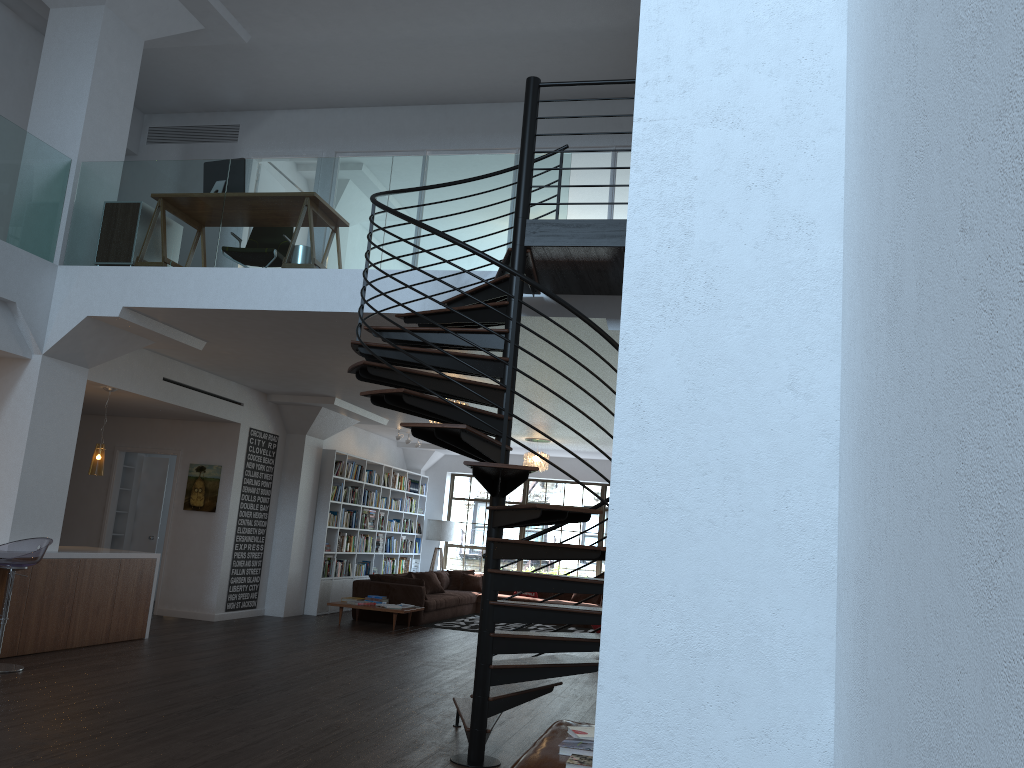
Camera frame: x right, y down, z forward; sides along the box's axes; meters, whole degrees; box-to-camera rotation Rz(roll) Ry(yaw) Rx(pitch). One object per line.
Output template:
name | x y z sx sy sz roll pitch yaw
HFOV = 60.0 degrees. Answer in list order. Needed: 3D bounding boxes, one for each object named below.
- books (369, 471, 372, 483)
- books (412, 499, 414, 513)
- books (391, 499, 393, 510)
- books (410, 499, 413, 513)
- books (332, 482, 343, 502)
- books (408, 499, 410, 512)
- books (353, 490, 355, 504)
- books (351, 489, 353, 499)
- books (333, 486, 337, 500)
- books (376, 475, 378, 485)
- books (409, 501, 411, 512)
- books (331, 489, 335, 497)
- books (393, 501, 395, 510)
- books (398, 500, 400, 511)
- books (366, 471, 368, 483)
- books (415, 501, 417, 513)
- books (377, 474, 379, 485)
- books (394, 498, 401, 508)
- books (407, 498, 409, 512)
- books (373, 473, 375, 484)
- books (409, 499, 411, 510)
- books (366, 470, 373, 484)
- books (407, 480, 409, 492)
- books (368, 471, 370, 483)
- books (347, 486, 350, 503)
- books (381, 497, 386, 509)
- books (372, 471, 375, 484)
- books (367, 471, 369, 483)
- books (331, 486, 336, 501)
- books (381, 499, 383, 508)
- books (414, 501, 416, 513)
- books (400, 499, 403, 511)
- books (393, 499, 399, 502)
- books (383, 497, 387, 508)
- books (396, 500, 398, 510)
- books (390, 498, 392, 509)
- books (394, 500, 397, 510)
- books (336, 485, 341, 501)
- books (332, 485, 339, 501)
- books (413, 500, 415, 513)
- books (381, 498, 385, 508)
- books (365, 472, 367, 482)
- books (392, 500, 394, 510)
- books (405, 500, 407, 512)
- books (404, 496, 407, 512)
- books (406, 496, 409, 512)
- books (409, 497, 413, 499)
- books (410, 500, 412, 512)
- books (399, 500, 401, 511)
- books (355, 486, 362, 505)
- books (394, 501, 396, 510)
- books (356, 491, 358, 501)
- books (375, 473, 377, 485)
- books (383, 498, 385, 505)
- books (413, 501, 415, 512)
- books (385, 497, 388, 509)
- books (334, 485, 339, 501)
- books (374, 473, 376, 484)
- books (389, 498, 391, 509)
books | -2.413 1.549 14.725 0.146 0.202 0.027 2 -10 13
books | -1.958 2.306 16.804 0.180 0.259 0.060 3 -10 13
books | -2.192 2.136 15.762 0.139 0.191 0.036 2 -10 13
books | -1.969 2.294 16.722 0.183 0.253 0.034 3 -10 13
books | -2.685 1.650 13.544 0.176 0.290 0.053 2 -10 13
books | -2.006 2.263 16.568 0.183 0.253 0.034 3 -10 13
books | -2.579 1.785 14.065 0.161 0.223 0.032 2 -10 13
books | -2.607 1.771 13.997 0.161 0.223 0.033 2 -10 13
books | -2.736 1.642 13.356 0.152 0.232 0.104 2 -10 13
books | -2.343 1.621 15.027 0.128 0.178 0.022 2 -10 13
books | -1.989 2.294 16.649 0.161 0.223 0.027 3 -10 13
books | -2.760 1.646 13.248 0.161 0.182 0.170 2 -10 13
books | -2.158 2.168 15.858 0.107 0.167 0.017 2 -10 13
books | -2.118 2.201 16.107 0.136 0.196 0.045 2 -10 13
books | -2.443 1.527 14.588 0.139 0.191 0.036 2 -10 13
books | -1.921 2.358 16.998 0.168 0.231 0.037 3 -10 13
books | -2.341 1.626 15.075 0.134 0.184 0.030 2 -10 13
books | -2.101 2.199 16.189 0.140 0.231 0.042 2 -10 13
books | -2.017 2.257 16.537 0.183 0.253 0.034 3 -10 13
books | -2.377 1.568 14.903 0.140 0.231 0.042 2 -10 13
books | -1.999 2.275 16.611 0.171 0.246 0.057 3 -10 13
books | -2.397 1.550 14.809 0.140 0.231 0.042 2 -10 13
books | -2.007 1.887 16.506 0.161 0.223 0.032 2 -10 13
books | -2.427 1.533 14.645 0.146 0.202 0.027 2 -10 13
books | -2.634 1.731 13.891 0.180 0.259 0.042 2 -10 13
books | -2.268 2.070 15.425 0.139 0.191 0.036 2 -10 13
books | -2.391 1.562 14.857 0.158 0.226 0.052 2 -10 13
books | -2.441 1.528 14.621 0.146 0.202 0.027 2 -10 13
books | -2.747 1.643 13.327 0.161 0.218 0.101 2 -10 13
books | -2.287 2.060 15.295 0.106 0.162 0.032 2 -10 13
books | -1.934 2.341 16.935 0.174 0.240 0.045 3 -10 13
books | -2.094 2.210 16.236 0.158 0.226 0.052 2 -10 13
books | -2.126 2.193 16.076 0.127 0.200 0.020 2 -10 13
books | -2.266 2.071 15.459 0.146 0.202 0.027 2 -10 13
books | -2.144 2.187 16.010 0.134 0.184 0.030 2 -10 13
books | -2.201 2.119 15.705 0.146 0.202 0.027 2 -10 13
books | -2.148 2.186 15.984 0.128 0.178 0.022 2 -10 13
books | -2.712 1.658 13.467 0.174 0.242 0.105 2 -10 13
books | -2.726 1.646 13.386 0.172 0.235 0.112 2 -10 13
books | -1.943 2.327 16.898 0.183 0.253 0.034 3 -10 13
books | -2.279 2.069 15.369 0.126 0.173 0.032 2 -10 13
books | -2.454 1.526 14.532 0.126 0.173 0.032 2 -10 13
books | -2.178 2.156 15.813 0.126 0.173 0.032 2 -10 13
books | -2.035 2.238 16.432 0.160 0.250 0.026 3 -10 13
books | -2.058 2.212 16.394 0.198 0.284 0.066 3 -10 13
books | -2.026 2.230 16.499 0.176 0.290 0.053 3 -10 13
books | -1.969 2.282 16.761 0.176 0.290 0.036 3 -10 13
books | -1.989 2.292 16.686 0.174 0.240 0.045 3 -10 13
books | -2.107 2.211 16.146 0.139 0.191 0.036 2 -10 13
books | -2.529 1.798 14.304 0.176 0.291 0.053 2 -10 13
books | -2.153 2.178 15.909 0.120 0.167 0.020 2 -10 13
books | -2.558 1.807 14.180 0.161 0.223 0.032 2 -10 13
books | -2.359 1.601 14.978 0.136 0.196 0.045 2 -10 13
books | -2.273 2.071 15.396 0.128 0.178 0.021 2 -10 13
books | -1.942 2.337 16.866 0.161 0.223 0.027 3 -10 13
books | -2.252 2.076 15.483 0.146 0.202 0.027 2 -10 13
books | -2.727 1.652 13.431 0.172 0.239 0.093 2 -10 13
books | -2.366 1.596 14.937 0.139 0.191 0.036 2 -10 13
books | -2.209 2.115 15.680 0.127 0.200 0.020 2 -10 13
